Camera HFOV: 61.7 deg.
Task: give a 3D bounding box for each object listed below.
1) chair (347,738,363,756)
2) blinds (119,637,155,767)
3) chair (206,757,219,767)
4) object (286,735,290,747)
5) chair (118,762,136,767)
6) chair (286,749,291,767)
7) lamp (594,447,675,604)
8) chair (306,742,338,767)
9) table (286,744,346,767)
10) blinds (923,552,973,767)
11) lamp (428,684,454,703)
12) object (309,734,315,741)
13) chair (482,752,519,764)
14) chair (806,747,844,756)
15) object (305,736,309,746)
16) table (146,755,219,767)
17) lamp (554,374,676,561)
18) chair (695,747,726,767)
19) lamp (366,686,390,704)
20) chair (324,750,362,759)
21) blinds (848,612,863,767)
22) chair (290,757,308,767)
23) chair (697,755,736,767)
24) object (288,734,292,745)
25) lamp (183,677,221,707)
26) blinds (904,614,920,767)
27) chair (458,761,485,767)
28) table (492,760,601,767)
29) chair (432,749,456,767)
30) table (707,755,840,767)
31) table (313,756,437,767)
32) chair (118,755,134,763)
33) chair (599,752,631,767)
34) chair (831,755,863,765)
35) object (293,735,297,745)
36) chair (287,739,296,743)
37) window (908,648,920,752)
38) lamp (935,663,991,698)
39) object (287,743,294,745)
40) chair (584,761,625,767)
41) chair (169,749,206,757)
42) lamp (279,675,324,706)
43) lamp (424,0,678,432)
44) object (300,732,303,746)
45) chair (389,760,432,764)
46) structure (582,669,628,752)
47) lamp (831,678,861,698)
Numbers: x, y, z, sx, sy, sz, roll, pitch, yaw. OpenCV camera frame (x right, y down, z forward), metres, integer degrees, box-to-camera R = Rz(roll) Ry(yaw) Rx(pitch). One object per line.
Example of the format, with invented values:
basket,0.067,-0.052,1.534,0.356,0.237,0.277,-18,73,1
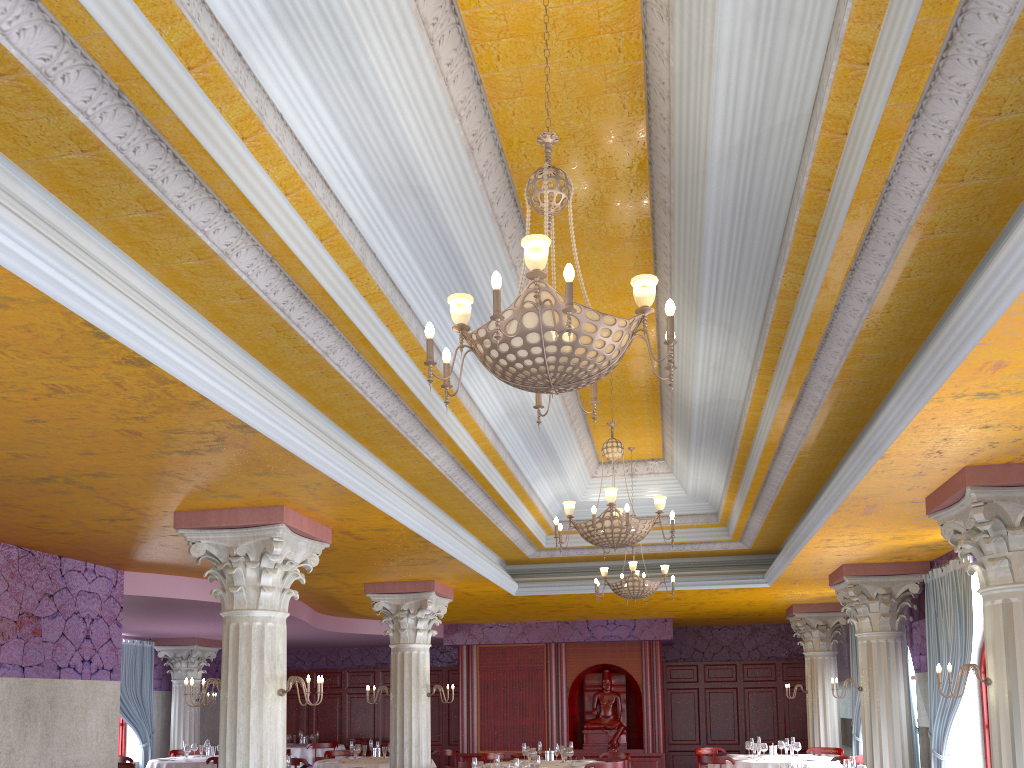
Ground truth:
chair,-3.927,9.122,20.694,0.654,1.050,0.773,6,-13,-34
blinds,-7.608,6.670,16.973,0.245,3.207,1.905,-2,-10,9
chair,-4.863,6.866,14.569,0.758,1.050,0.666,7,-13,-34
object,-5.185,8.223,19.742,0.124,0.254,0.125,7,-12,-43
chair,-6.009,6.215,12.772,0.755,1.050,0.668,-6,-11,25
chair,-4.542,7.489,16.263,0.654,1.050,0.773,6,-13,-34
lamp,1.632,1.877,11.541,0.970,2.096,0.986,5,-10,-34
chair,-4.248,8.499,19.000,0.758,1.050,0.666,7,-13,-34
table,-4.940,8.931,20.004,2.084,0.915,2.207,-4,-18,11
blinds,5.080,3.780,9.880,0.245,3.389,1.772,-2,-9,11
lamp,-1.021,4.480,12.384,0.381,0.263,0.359,0,-15,-2
object,-4.626,8.248,19.827,0.123,0.254,0.126,-5,-10,24
chair,-0.126,6.645,14.135,0.758,1.050,0.666,7,-13,-34
chair,5.238,6.705,14.481,0.654,1.050,0.773,6,-13,-34
object,-4.731,8.243,19.774,0.086,0.229,0.089,1,-8,-9
table,-5.555,7.298,15.573,2.084,0.915,2.207,-4,-18,11
lamp,0.902,0.460,7.690,0.970,2.096,0.986,5,-10,-34
chair,3.536,6.844,14.798,0.758,1.050,0.666,7,-13,-34
lamp,-1.948,4.577,12.615,0.381,0.263,0.359,0,-15,-2
chair,-3.036,7.226,15.605,0.758,1.050,0.666,7,-13,-34
blinds,5.951,5.471,14.475,0.245,3.389,1.772,-2,-9,11
chair,-3.357,6.603,13.911,0.654,1.050,0.773,6,-13,-34
chair,3.215,6.221,13.104,0.654,1.050,0.773,6,-13,-34
object,-5.269,8.430,20.298,0.124,0.254,0.125,7,-12,-43
lamp,-2.825,2.876,7.990,0.381,0.263,0.359,0,-15,-2
blinds,5.578,4.748,12.511,0.245,3.389,1.773,-2,-9,9
chair,-0.447,6.022,12.441,0.654,1.050,0.773,6,-13,-34
table,0.563,6.315,13.128,2.084,0.915,2.207,-4,-18,11
chair,-1.334,7.087,15.288,0.654,1.050,0.773,6,-13,-34
table,4.226,6.515,13.791,2.084,0.915,2.207,-4,-18,11
table,-2.347,6.897,14.598,2.084,0.915,2.207,-4,-18,11
chair,-6.565,7.005,14.886,0.654,1.050,0.773,6,-13,-34
chair,1.576,6.506,13.818,0.654,1.050,0.773,6,-13,-34
chair,4.917,6.082,12.787,0.758,1.050,0.666,7,-13,-34
object,-5.163,8.460,20.347,0.086,0.229,0.089,1,-8,-9
chair,-5.629,9.261,21.011,0.758,1.050,0.666,7,-13,-34
window,6.397,4.763,13.448,0.160,2.435,3.757,-2,-16,10
lamp,3.564,2.354,6.799,0.381,0.263,0.359,0,-15,-2
object,-5.381,8.691,20.678,0.313,0.023,0.331,3,-21,-9
chair,1.255,5.883,12.124,0.758,1.050,0.666,7,-13,-34
chair,-6.244,7.628,16.580,0.758,1.050,0.666,7,-13,-34
lamp,-1.906,2.762,7.713,0.381,0.263,0.359,0,-15,-2
lamp,0.160,-0.980,3.776,0.970,2.096,0.986,5,-10,-34
object,-4.834,8.168,19.700,0.074,0.323,0.076,-1,-7,2
chair,-1.655,6.464,13.594,0.758,1.050,0.666,7,-13,-34
structure,1.999,7.111,18.665,0.966,1.780,0.664,-2,-8,11
lamp,4.441,4.056,11.424,0.381,0.263,0.359,0,-15,-2
